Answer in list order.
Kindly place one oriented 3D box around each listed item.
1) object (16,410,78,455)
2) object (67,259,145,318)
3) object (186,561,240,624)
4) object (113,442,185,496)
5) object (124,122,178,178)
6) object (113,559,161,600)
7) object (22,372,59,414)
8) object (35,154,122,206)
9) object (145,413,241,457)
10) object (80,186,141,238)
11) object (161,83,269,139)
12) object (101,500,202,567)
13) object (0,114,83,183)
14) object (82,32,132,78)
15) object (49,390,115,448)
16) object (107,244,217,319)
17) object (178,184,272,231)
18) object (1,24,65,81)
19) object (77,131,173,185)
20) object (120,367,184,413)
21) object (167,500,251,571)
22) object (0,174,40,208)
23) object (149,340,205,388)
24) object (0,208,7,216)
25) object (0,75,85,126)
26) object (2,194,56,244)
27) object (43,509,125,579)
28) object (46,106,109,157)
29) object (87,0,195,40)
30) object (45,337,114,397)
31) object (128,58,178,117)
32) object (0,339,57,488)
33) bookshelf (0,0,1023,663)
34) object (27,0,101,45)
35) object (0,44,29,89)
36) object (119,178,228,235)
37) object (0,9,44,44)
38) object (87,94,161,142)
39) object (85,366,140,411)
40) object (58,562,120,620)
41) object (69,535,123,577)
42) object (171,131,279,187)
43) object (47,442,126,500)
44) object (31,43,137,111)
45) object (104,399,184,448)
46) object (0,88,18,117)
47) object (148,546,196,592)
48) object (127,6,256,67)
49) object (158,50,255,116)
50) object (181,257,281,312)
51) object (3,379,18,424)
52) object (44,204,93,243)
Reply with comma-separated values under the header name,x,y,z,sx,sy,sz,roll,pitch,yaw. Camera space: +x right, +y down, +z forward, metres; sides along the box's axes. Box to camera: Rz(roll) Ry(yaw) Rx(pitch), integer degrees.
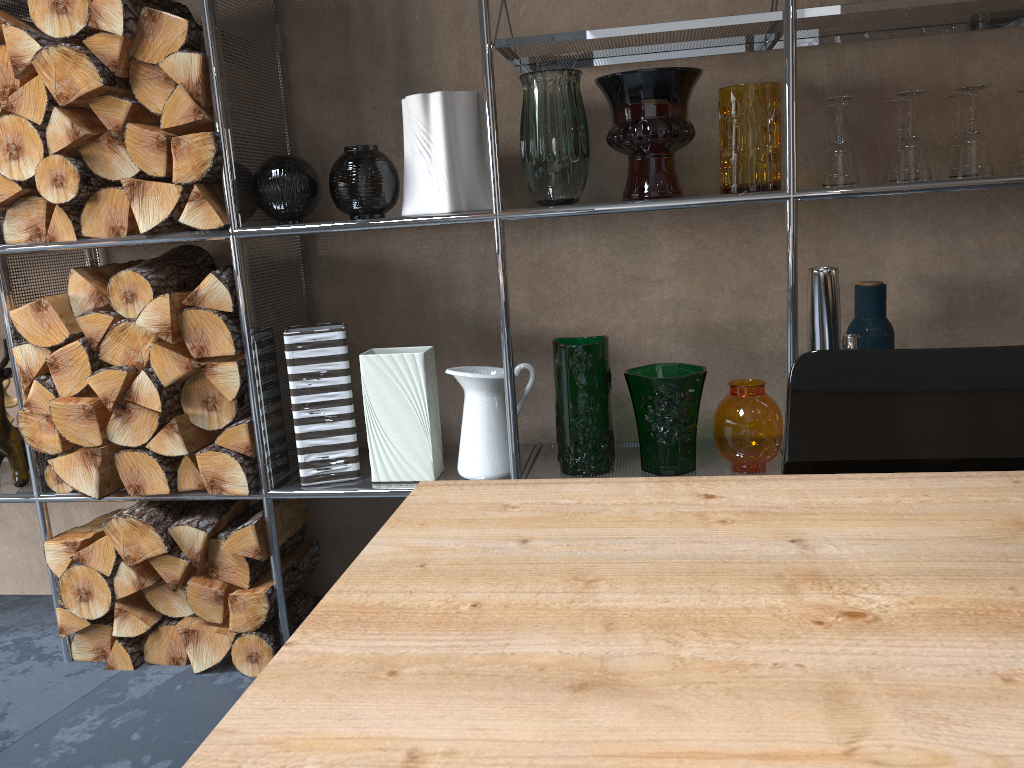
name,x,y,z,sx,sy,sz,roll,pitch,yaw
object,-1.041,0.078,2.151,0.110,0.109,0.321,-2,11,10
object,-0.912,-0.229,2.097,0.107,0.121,0.289,-2,11,10
object,-0.682,0.454,2.166,0.095,0.135,0.329,-3,11,6
object,-0.807,0.167,2.119,0.135,0.114,0.299,-2,11,7
object,-0.740,-0.524,1.981,0.095,0.135,0.329,-3,11,6
object,-0.840,0.412,2.184,0.101,0.110,0.331,-2,11,11
object,-1.033,-0.014,2.128,0.107,0.110,0.331,-2,11,8
object,-0.936,-0.455,2.002,0.103,0.110,0.312,-3,11,6
object,-0.741,0.088,2.101,0.103,0.098,0.330,-3,11,7
object,-0.847,-0.394,2.037,0.135,0.114,0.299,-2,11,7
object,-0.647,-0.586,1.956,0.107,0.110,0.331,-2,11,8
object,-0.820,0.317,2.136,0.164,0.128,0.322,-2,11,9
object,-1.022,-0.524,2.000,0.143,0.143,0.286,-2,11,9
object,-0.804,-0.701,1.943,0.098,0.090,0.303,-2,11,9
object,-0.944,0.045,2.124,0.115,0.131,0.374,-3,11,5
object,-0.817,-0.244,2.073,0.140,0.150,0.312,-3,11,6
object,-0.627,-0.401,1.990,0.107,0.105,0.330,-3,11,7
object,-0.966,-0.721,1.983,0.098,0.115,0.362,-2,11,9
object,-0.838,-0.508,2.017,0.147,0.118,0.288,-3,11,6
object,-0.780,-0.011,2.088,0.101,0.110,0.331,-2,11,11
object,-0.711,0.331,2.141,0.099,0.131,0.309,-3,11,6
object,-1.071,-0.447,2.043,0.095,0.088,0.303,-2,11,8
object,-0.697,-0.073,2.069,0.128,0.107,0.329,-2,11,10
object,-1.402,-0.543,2.107,0.405,0.450,0.210,-4,11,2
object,-0.989,-0.619,1.996,0.128,0.107,0.329,-2,11,10
object,-1.042,-0.386,2.076,0.126,0.112,0.287,-2,11,9
object,-1.015,0.390,2.202,0.111,0.120,0.310,-2,11,9
object,-0.898,-0.566,1.999,0.101,0.110,0.331,-2,11,11
object,-0.796,-0.779,1.907,0.107,0.121,0.289,-2,11,10
object,-0.961,-0.069,2.091,0.112,0.153,0.291,-3,11,7
object,-0.727,-0.642,1.970,0.112,0.153,0.291,-3,11,7
object,-1.233,0.063,2.171,0.116,0.358,0.198,-4,11,2
bookshelf,0.697,-2.480,1.406,10.738,6.217,0.421,-2,11,10
object,-0.893,-0.790,1.926,0.140,0.150,0.312,-3,11,6
object,-1.063,-0.688,2.011,0.135,0.114,0.299,-2,11,7
object,-0.721,-0.407,2.030,0.154,0.131,0.362,-2,11,10
object,-1.069,-0.773,1.980,0.121,0.107,0.308,-3,11,6
object,-0.817,-0.585,1.999,0.107,0.098,0.330,-3,11,6
object,-0.863,-0.018,2.084,0.107,0.098,0.330,-3,11,6
object,-0.964,0.454,2.185,0.143,0.143,0.286,-2,11,9
object,-0.931,0.359,2.181,0.128,0.107,0.329,-2,11,10
object,-0.626,-0.494,1.969,0.110,0.109,0.321,-2,11,10
object,-0.931,0.165,2.145,0.154,0.131,0.362,-2,11,10
object,-0.878,-0.661,1.951,0.164,0.128,0.322,-2,11,9
object,-0.831,0.057,2.095,0.147,0.118,0.288,-3,11,6
object,-1.073,-0.588,2.017,0.111,0.120,0.310,-2,11,9
object,-0.761,0.396,2.169,0.107,0.098,0.330,-3,11,6
object,-0.693,-0.736,1.941,0.151,0.119,0.300,-2,11,12
object,-0.654,-0.650,1.936,0.097,0.120,0.308,-3,11,5
object,-0.638,-0.231,2.024,0.121,0.107,0.308,-3,11,6
object,-1.442,0.064,2.223,0.375,0.363,0.170,-9,12,-24
object,-0.955,-0.378,2.058,0.087,0.095,0.303,-2,11,9
